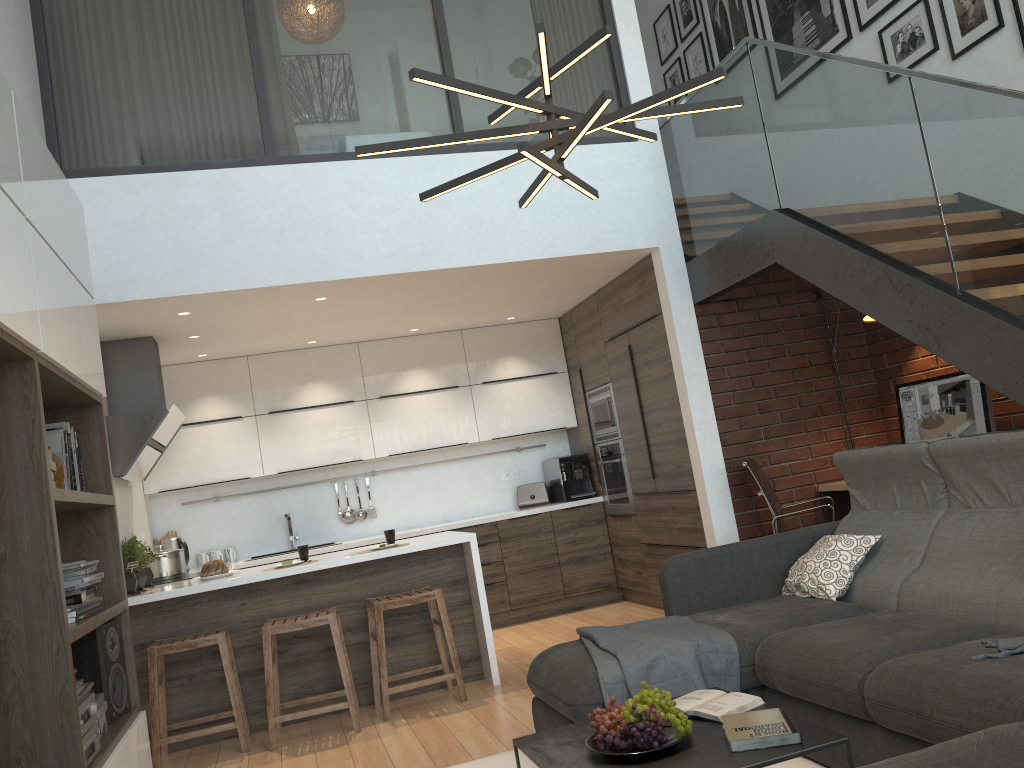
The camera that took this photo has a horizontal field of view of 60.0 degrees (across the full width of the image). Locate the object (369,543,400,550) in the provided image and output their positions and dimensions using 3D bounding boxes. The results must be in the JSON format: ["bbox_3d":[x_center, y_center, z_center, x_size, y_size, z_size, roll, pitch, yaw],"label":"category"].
[{"bbox_3d":[-0.722,0.926,5.035,0.176,0.014,0.176,-9,-6,-12],"label":"object"}]

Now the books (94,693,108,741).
[{"bbox_3d":[-1.427,1.090,2.812,0.248,0.123,0.307,-7,-6,-21],"label":"books"}]

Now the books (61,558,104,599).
[{"bbox_3d":[-1.583,0.720,3.117,0.224,0.176,0.374,-8,-6,-17],"label":"books"}]

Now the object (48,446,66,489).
[{"bbox_3d":[-1.551,0.297,2.935,0.130,0.171,0.130,-12,-6,23],"label":"object"}]

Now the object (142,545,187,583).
[{"bbox_3d":[-2.269,1.156,5.748,0.288,0.223,0.315,-12,-6,25],"label":"object"}]

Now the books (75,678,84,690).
[{"bbox_3d":[-1.470,0.979,2.809,0.161,0.023,0.213,-8,-6,-13],"label":"books"}]

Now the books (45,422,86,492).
[{"bbox_3d":[-1.683,0.289,3.181,0.201,0.287,0.332,-8,-6,-16],"label":"books"}]

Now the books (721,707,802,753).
[{"bbox_3d":[0.659,0.920,2.366,0.179,0.029,0.225,-10,-6,7],"label":"books"}]

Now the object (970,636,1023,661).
[{"bbox_3d":[1.680,0.679,2.286,0.411,0.118,0.905,-5,-8,-40],"label":"object"}]

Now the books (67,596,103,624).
[{"bbox_3d":[-1.452,0.727,2.777,0.250,0.047,0.310,-9,-6,-11],"label":"books"}]

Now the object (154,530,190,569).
[{"bbox_3d":[-2.574,1.263,6.670,0.221,0.316,0.330,-8,-6,-16],"label":"object"}]

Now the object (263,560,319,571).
[{"bbox_3d":[-1.236,1.015,4.962,0.305,0.002,0.305,-15,-8,43],"label":"object"}]

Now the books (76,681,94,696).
[{"bbox_3d":[-1.458,1.011,2.810,0.224,0.042,0.277,-8,-6,-20],"label":"books"}]

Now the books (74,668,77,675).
[{"bbox_3d":[-1.493,0.944,2.809,0.161,0.023,0.213,-8,-6,-13],"label":"books"}]

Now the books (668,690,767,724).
[{"bbox_3d":[0.589,0.968,2.680,0.199,0.025,0.294,-5,-7,-37],"label":"books"}]

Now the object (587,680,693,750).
[{"bbox_3d":[0.330,0.916,2.461,0.256,0.173,0.279,-8,-6,-19],"label":"object"}]

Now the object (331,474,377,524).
[{"bbox_3d":[-1.286,0.936,7.223,0.320,0.389,0.069,-8,-6,-15],"label":"object"}]

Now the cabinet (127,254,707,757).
[{"bbox_3d":[-0.792,0.709,6.173,3.495,2.401,2.401,-8,-6,-16],"label":"cabinet"}]

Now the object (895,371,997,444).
[{"bbox_3d":[2.404,0.234,5.095,0.431,0.535,0.716,-8,-6,-16],"label":"object"}]

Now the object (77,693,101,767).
[{"bbox_3d":[-1.330,1.015,2.506,0.270,0.174,0.285,-8,-6,-16],"label":"object"}]

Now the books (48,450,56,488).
[{"bbox_3d":[-1.500,0.269,2.585,0.277,0.137,0.343,-7,-6,-21],"label":"books"}]

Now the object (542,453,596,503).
[{"bbox_3d":[0.484,0.789,7.463,0.274,0.378,0.532,-8,-6,-16],"label":"object"}]

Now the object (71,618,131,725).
[{"bbox_3d":[-1.523,1.033,3.145,0.244,0.331,0.214,-9,-6,-6],"label":"object"}]

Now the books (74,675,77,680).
[{"bbox_3d":[-1.475,0.961,2.809,0.142,0.015,0.198,-8,-6,-18],"label":"books"}]

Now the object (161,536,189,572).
[{"bbox_3d":[-2.395,1.215,6.282,0.179,0.270,0.220,-7,-7,-29],"label":"object"}]

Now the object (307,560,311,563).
[{"bbox_3d":[-1.131,0.988,4.938,0.025,0.011,0.126,-8,-6,-12],"label":"object"}]

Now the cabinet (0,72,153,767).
[{"bbox_3d":[-1.145,0.228,1.436,0.338,2.494,4.036,-8,-6,-16],"label":"cabinet"}]

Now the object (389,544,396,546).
[{"bbox_3d":[-0.697,0.914,4.990,0.126,0.012,0.025,-10,-6,3],"label":"object"}]

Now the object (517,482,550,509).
[{"bbox_3d":[0.177,0.939,7.515,0.260,0.195,0.177,-10,-6,4],"label":"object"}]

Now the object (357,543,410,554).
[{"bbox_3d":[-0.735,0.941,5.075,0.304,0.002,0.304,-11,-6,16],"label":"object"}]

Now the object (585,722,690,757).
[{"bbox_3d":[0.351,0.983,2.450,0.295,0.026,0.295,-7,-6,-22],"label":"object"}]

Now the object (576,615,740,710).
[{"bbox_3d":[0.553,1.113,3.391,0.548,0.369,0.685,-9,-6,-8],"label":"object"}]

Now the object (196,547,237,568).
[{"bbox_3d":[-2.287,1.341,6.862,0.297,0.105,0.112,-8,-6,-14],"label":"object"}]

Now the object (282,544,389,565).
[{"bbox_3d":[-0.985,0.950,4.970,0.597,0.039,0.064,-8,-6,-20],"label":"object"}]

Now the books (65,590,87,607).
[{"bbox_3d":[-1.487,0.694,2.781,0.266,0.030,0.209,-7,-6,-23],"label":"books"}]

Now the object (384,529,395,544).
[{"bbox_3d":[-0.707,0.896,5.159,0.066,0.093,0.066,-4,-8,-43],"label":"object"}]
